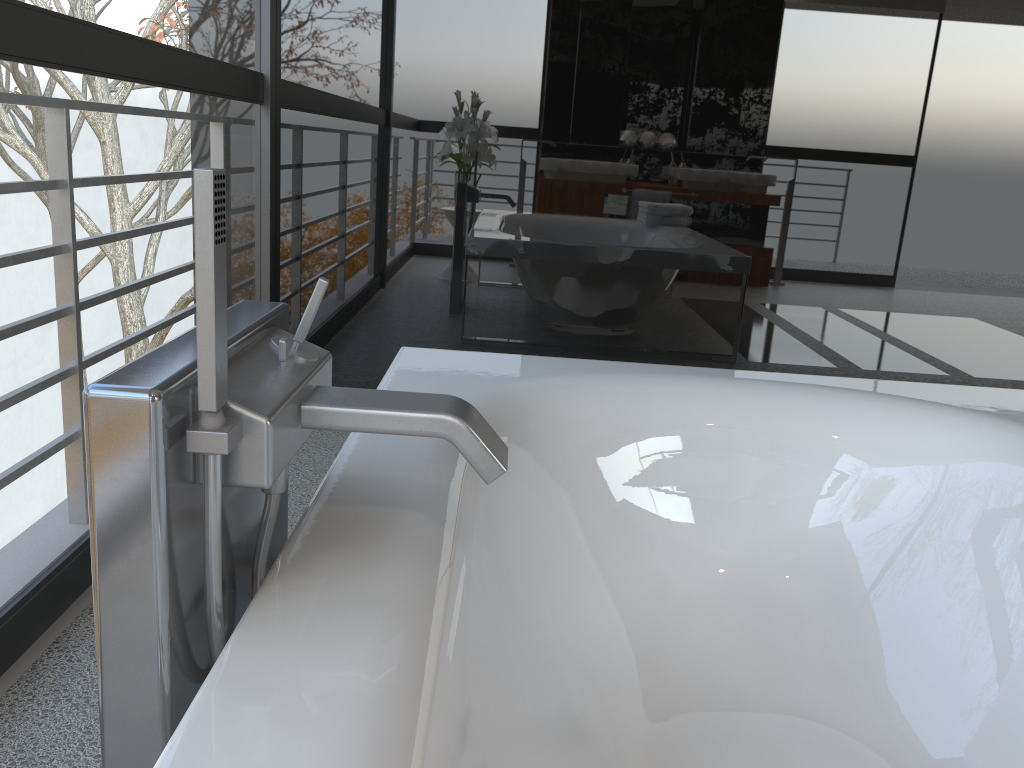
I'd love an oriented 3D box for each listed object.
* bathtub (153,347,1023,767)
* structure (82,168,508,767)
[{"bbox_3d":[0.410,0.461,0.943,1.327,0.503,1.963,4,15,-1],"label":"bathtub"},{"bbox_3d":[-0.180,0.229,0.933,0.330,0.882,0.403,4,14,-1],"label":"structure"}]
